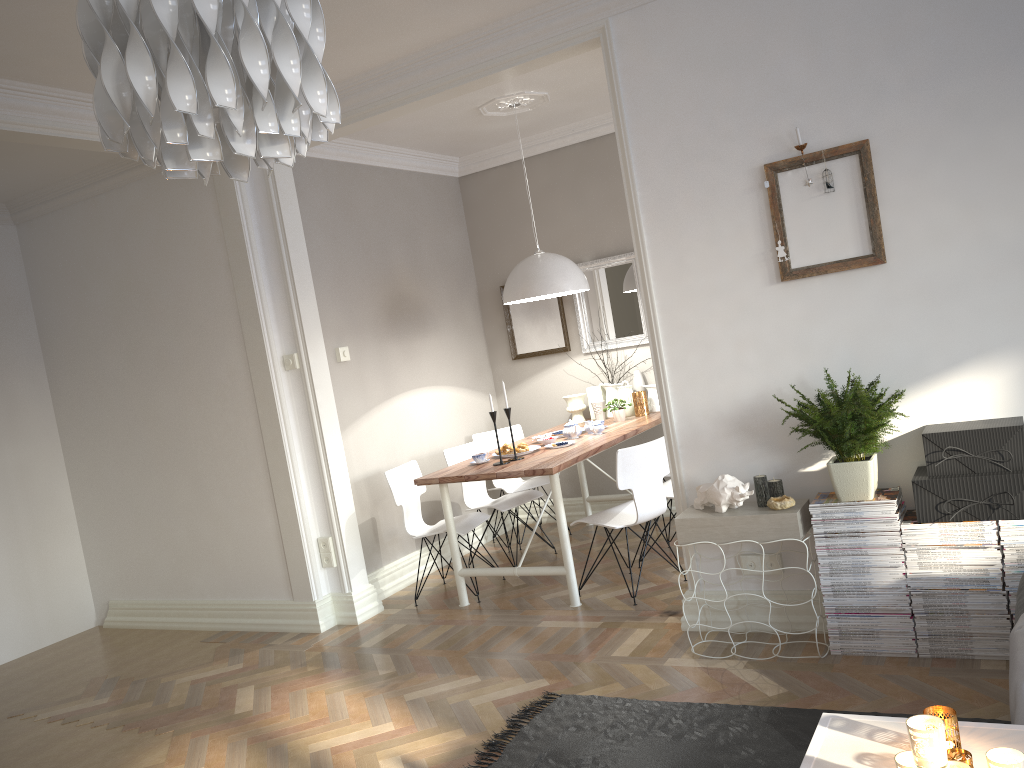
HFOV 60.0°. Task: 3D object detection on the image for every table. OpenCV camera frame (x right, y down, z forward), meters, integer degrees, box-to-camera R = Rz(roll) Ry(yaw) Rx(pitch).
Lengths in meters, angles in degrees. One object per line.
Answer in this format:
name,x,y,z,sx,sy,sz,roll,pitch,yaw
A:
table,1.633,0.725,3.250,0.327,0.499,0.246,-8,4,30
table,0.848,0.950,1.442,0.715,0.505,0.673,-8,4,30
table,0.382,0.707,5.445,0.853,0.751,1.983,-8,3,30
table,1.360,0.715,3.402,0.321,0.597,0.246,-8,4,30
table,0.975,0.784,3.588,0.553,0.576,0.298,-8,4,31
table,1.902,0.686,3.091,0.327,0.499,0.246,-8,4,30

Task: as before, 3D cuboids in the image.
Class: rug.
rug,0.517,1.218,2.127,2.113,0.055,2.011,-8,3,30

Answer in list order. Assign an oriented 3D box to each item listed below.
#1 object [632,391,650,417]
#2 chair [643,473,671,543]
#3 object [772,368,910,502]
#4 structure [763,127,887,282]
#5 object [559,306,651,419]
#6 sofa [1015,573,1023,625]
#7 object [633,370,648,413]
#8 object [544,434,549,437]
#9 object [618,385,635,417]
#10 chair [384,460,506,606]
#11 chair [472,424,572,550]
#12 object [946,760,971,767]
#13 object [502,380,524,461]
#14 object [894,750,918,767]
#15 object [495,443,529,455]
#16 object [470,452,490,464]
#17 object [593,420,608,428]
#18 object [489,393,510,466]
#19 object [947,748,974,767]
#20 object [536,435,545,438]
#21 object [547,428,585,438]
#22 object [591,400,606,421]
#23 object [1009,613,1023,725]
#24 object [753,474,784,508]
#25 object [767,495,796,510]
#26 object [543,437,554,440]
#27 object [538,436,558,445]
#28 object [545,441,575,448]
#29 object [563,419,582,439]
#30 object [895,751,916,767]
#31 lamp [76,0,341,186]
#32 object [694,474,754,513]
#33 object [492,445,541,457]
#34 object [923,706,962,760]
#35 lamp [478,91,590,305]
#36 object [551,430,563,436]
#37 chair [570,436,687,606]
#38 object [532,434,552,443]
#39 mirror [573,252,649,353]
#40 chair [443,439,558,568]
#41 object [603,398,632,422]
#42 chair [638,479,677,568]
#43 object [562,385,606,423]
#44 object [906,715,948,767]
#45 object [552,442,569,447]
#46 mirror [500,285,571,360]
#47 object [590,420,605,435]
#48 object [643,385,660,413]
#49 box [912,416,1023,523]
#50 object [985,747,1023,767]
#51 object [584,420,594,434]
object,0.867,0.133,5.977,0.095,0.163,0.095,-11,4,-20
chair,1.048,0.561,5.695,0.479,0.786,0.431,-8,4,20
object,1.252,0.195,3.339,0.438,0.527,0.367,-8,4,30
structure,1.191,-0.713,3.420,0.399,0.575,0.053,-8,4,28
object,0.684,-0.154,6.078,0.698,0.782,0.351,-9,4,12
sofa,1.622,0.716,1.295,1.556,0.773,2.627,-8,3,30
object,0.886,0.052,6.136,0.091,0.301,0.091,-11,4,-16
object,0.213,0.315,5.464,0.020,0.003,0.194,-10,3,-2
object,0.789,0.119,6.063,0.114,0.209,0.112,-8,4,30
chair,-0.392,0.835,5.158,0.479,0.786,0.431,-8,4,20
chair,0.057,0.705,6.238,0.431,0.786,0.479,-12,4,-29
object,0.736,0.674,1.472,0.060,0.073,0.060,-9,3,10
object,-0.015,0.196,4.864,0.095,0.449,0.095,-8,4,26
object,0.694,0.679,1.524,0.060,0.073,0.060,-9,3,10
object,-0.002,0.372,5.121,0.197,0.063,0.188,-10,3,0
object,-0.179,0.418,4.973,0.116,0.056,0.137,-11,3,-29
object,0.549,0.260,5.631,0.116,0.056,0.116,-10,3,3
object,-0.089,0.239,4.791,0.095,0.397,0.095,-8,4,26
object,0.777,0.671,1.539,0.052,0.058,0.050,-10,3,0
object,0.185,0.337,5.474,0.057,0.037,0.073,-11,3,-21
object,0.338,0.315,5.635,0.287,0.020,0.287,-10,3,3
object,0.605,0.187,6.133,0.094,0.132,0.097,-10,3,-3
object,1.560,0.798,2.045,0.726,0.437,0.810,-8,3,29
object,1.029,0.416,3.555,0.123,0.134,0.062,-11,4,-19
object,1.051,0.462,3.455,0.099,0.046,0.104,-10,3,-14
object,0.215,0.342,5.296,0.085,0.039,0.082,-10,3,-5
object,0.217,0.343,5.296,0.129,0.038,0.129,-8,3,30
object,0.277,0.353,5.126,0.180,0.014,0.179,-10,3,-5
object,0.364,0.272,5.388,0.144,0.119,0.124,-8,4,35
object,0.694,0.676,1.524,0.056,0.067,0.056,-10,3,-8
lamp,-0.517,-0.850,1.319,0.354,1.066,0.354,-11,4,-17
object,0.852,0.437,3.588,0.137,0.150,0.311,-12,3,-30
object,0.027,0.394,5.122,0.287,0.020,0.286,-9,3,18
object,0.803,0.651,1.655,0.060,0.079,0.060,-8,4,24
lamp,0.110,-1.109,5.333,0.530,1.183,0.529,-7,4,38
object,0.336,0.310,5.639,0.201,0.022,0.194,-12,4,-40
chair,0.591,0.692,4.635,0.431,0.786,0.479,-13,4,-40
object,0.189,0.339,5.462,0.129,0.038,0.129,-8,4,35
mirror,0.693,-0.564,6.197,0.544,0.633,0.046,-8,4,30
chair,-0.084,0.757,5.669,0.479,0.786,0.431,-7,5,40
object,0.705,0.167,5.872,0.177,0.162,0.169,-11,3,-19
chair,0.960,0.608,5.057,0.479,0.786,0.431,-7,4,35
object,0.517,0.146,6.268,0.310,0.228,0.172,-11,3,-17
object,0.700,0.605,1.493,0.060,0.073,0.060,-13,5,-44
object,0.277,0.350,5.114,0.100,0.025,0.066,-9,3,7
mirror,0.170,-0.482,6.503,0.474,0.558,0.051,-8,4,30
object,0.517,0.263,5.384,0.090,0.086,0.090,-11,3,-15
object,0.980,0.094,6.065,0.135,0.195,0.115,-12,4,-30
box,1.662,0.309,3.164,0.420,0.316,0.298,-8,4,30
object,0.831,0.657,1.485,0.060,0.073,0.060,-12,4,-35
object,0.481,0.264,5.477,0.072,0.086,0.086,-10,3,-5
